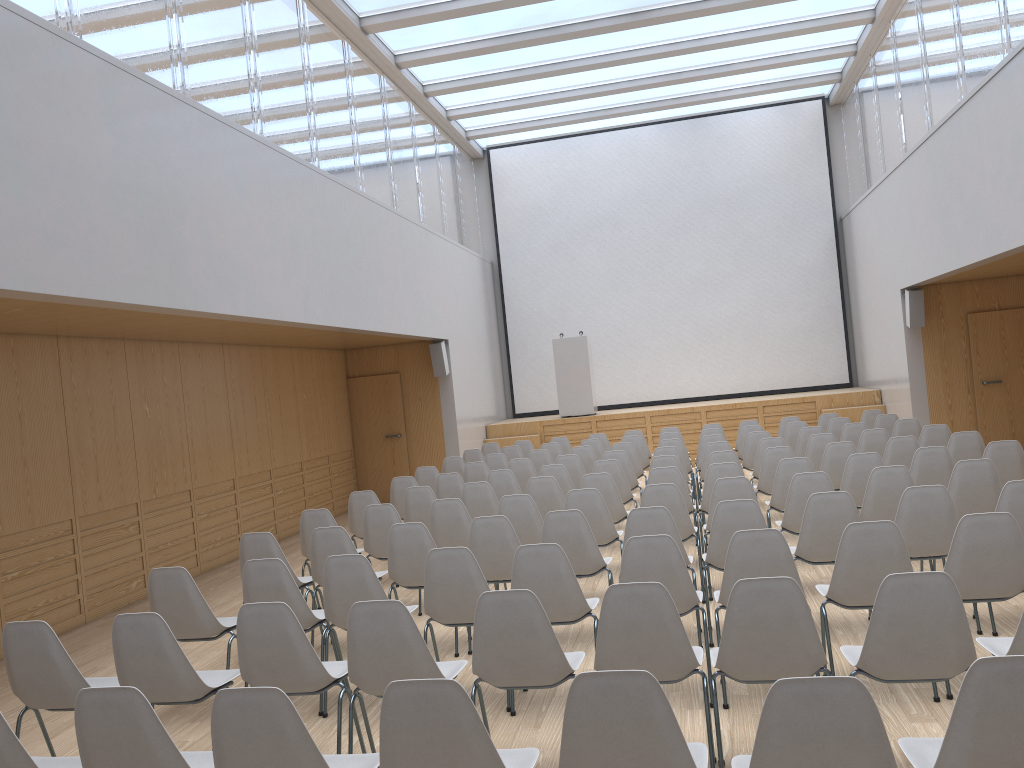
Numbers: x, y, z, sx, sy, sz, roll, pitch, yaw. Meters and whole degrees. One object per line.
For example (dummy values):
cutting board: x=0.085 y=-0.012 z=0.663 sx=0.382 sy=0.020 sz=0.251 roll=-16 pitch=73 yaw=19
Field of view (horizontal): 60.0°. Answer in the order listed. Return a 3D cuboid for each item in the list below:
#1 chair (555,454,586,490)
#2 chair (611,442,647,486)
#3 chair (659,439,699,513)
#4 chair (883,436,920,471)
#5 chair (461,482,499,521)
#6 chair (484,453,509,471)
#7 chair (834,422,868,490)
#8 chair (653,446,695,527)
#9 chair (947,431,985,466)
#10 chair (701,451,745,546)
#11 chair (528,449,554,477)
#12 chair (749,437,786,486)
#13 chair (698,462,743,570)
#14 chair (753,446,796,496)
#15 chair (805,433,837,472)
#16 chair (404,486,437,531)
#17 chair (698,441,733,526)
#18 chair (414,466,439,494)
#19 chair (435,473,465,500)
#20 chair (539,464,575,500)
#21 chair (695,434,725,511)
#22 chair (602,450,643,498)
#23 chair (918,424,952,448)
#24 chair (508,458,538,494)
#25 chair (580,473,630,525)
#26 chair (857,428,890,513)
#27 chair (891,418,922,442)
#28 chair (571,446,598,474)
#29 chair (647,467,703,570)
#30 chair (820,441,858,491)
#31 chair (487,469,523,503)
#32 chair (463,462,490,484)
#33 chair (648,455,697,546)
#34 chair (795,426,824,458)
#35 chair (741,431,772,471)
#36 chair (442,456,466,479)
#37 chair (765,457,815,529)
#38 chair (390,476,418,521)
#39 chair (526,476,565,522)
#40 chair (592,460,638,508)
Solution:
chair: x=0.675 y=1.186 z=9.700 sx=0.479 sy=0.876 sz=0.505 roll=-6 pitch=0 yaw=11
chair: x=1.378 y=1.116 z=10.621 sx=0.479 sy=0.876 sz=0.505 roll=-6 pitch=0 yaw=11
chair: x=1.909 y=1.063 z=10.432 sx=0.479 sy=0.876 sz=0.505 roll=-6 pitch=0 yaw=11
chair: x=3.575 y=0.899 z=8.164 sx=0.479 sy=0.876 sz=0.505 roll=-6 pitch=0 yaw=11
chair: x=-0.219 y=1.276 z=7.881 sx=0.479 sy=0.876 sz=0.505 roll=-6 pitch=0 yaw=11
chair: x=-0.116 y=1.264 z=10.877 sx=0.479 sy=0.876 sz=0.505 roll=-6 pitch=0 yaw=11
chair: x=3.919 y=0.864 z=10.144 sx=0.479 sy=0.876 sz=0.505 roll=-6 pitch=0 yaw=11
chair: x=1.695 y=1.085 z=9.497 sx=0.479 sy=0.876 sz=0.505 roll=-6 pitch=0 yaw=11
chair: x=4.078 y=0.849 z=8.046 sx=0.479 sy=0.876 sz=0.505 roll=-6 pitch=0 yaw=11
chair: x=2.038 y=1.051 z=8.451 sx=0.479 sy=0.876 sz=0.505 roll=-6 pitch=0 yaw=11
chair: x=0.403 y=1.213 z=10.843 sx=0.479 sy=0.876 sz=0.505 roll=-6 pitch=0 yaw=11
chair: x=2.747 y=0.980 z=9.330 sx=0.479 sy=0.876 sz=0.505 roll=-6 pitch=0 yaw=11
chair: x=1.810 y=1.074 z=7.477 sx=0.479 sy=0.876 sz=0.505 roll=-6 pitch=0 yaw=11
chair: x=2.518 y=1.003 z=8.336 sx=0.479 sy=0.876 sz=0.505 roll=-6 pitch=0 yaw=11
chair: x=3.225 y=0.933 z=9.215 sx=0.479 sy=0.876 sz=0.505 roll=-6 pitch=0 yaw=11
chair: x=-0.730 y=1.326 z=8.001 sx=0.479 sy=0.876 sz=0.505 roll=-6 pitch=0 yaw=11
chair: x=2.226 y=1.032 z=9.462 sx=0.479 sy=0.876 sz=0.505 roll=-6 pitch=0 yaw=11
chair: x=-0.858 y=1.338 z=10.005 sx=0.479 sy=0.876 sz=0.505 roll=-6 pitch=0 yaw=11
chair: x=-0.537 y=1.307 z=8.963 sx=0.479 sy=0.876 sz=0.505 roll=-6 pitch=0 yaw=11
chair: x=0.477 y=1.206 z=8.761 sx=0.479 sy=0.876 sz=0.505 roll=-6 pitch=0 yaw=11
chair: x=2.395 y=1.015 z=10.437 sx=0.479 sy=0.876 sz=0.505 roll=-6 pitch=0 yaw=11
chair: x=1.173 y=1.137 z=9.622 sx=0.479 sy=0.876 sz=0.505 roll=-6 pitch=0 yaw=11
chair: x=4.264 y=0.830 z=8.987 sx=0.479 sy=0.876 sz=0.505 roll=-6 pitch=0 yaw=11
chair: x=0.170 y=1.236 z=9.842 sx=0.479 sy=0.876 sz=0.505 roll=-6 pitch=0 yaw=11
chair: x=0.793 y=1.175 z=7.638 sx=0.479 sy=0.876 sz=0.505 roll=-6 pitch=0 yaw=11
chair: x=3.733 y=0.883 z=9.162 sx=0.479 sy=0.876 sz=0.505 roll=-6 pitch=0 yaw=11
chair: x=4.444 y=0.812 z=10.012 sx=0.479 sy=0.876 sz=0.505 roll=-6 pitch=0 yaw=11
chair: x=0.911 y=1.162 z=10.694 sx=0.479 sy=0.876 sz=0.505 roll=-6 pitch=0 yaw=11
chair: x=1.348 y=1.120 z=7.588 sx=0.479 sy=0.876 sz=0.505 roll=-6 pitch=0 yaw=11
chair: x=3.036 y=0.952 z=8.211 sx=0.479 sy=0.876 sz=0.505 roll=-6 pitch=0 yaw=11
chair: x=-0.025 y=1.256 z=8.778 sx=0.479 sy=0.876 sz=0.505 roll=-6 pitch=0 yaw=11
chair: x=-0.314 y=1.284 z=9.957 sx=0.479 sy=0.876 sz=0.505 roll=-6 pitch=0 yaw=11
chair: x=1.518 y=1.103 z=8.573 sx=0.479 sy=0.876 sz=0.505 roll=-6 pitch=0 yaw=11
chair: x=3.452 y=0.910 z=10.209 sx=0.479 sy=0.876 sz=0.505 roll=-6 pitch=0 yaw=11
chair: x=2.883 y=0.967 z=10.281 sx=0.479 sy=0.876 sz=0.505 roll=-6 pitch=0 yaw=11
chair: x=-0.632 y=1.316 z=11.039 sx=0.479 sy=0.876 sz=0.505 roll=-6 pitch=0 yaw=11
chair: x=2.344 y=1.021 z=7.330 sx=0.479 sy=0.876 sz=0.505 roll=-6 pitch=0 yaw=11
chair: x=-0.998 y=1.353 z=9.083 sx=0.479 sy=0.876 sz=0.505 roll=-6 pitch=0 yaw=11
chair: x=0.341 y=1.220 z=7.798 sx=0.479 sy=0.876 sz=0.505 roll=-6 pitch=0 yaw=11
chair: x=0.987 y=1.156 z=8.689 sx=0.479 sy=0.876 sz=0.505 roll=-6 pitch=0 yaw=11
